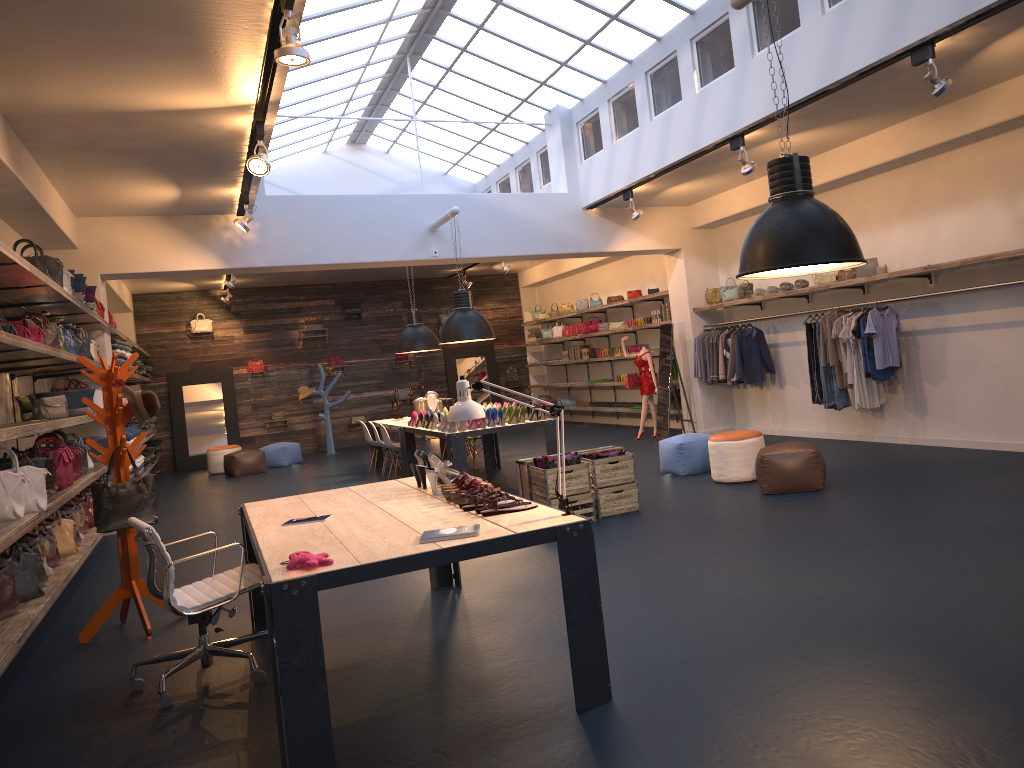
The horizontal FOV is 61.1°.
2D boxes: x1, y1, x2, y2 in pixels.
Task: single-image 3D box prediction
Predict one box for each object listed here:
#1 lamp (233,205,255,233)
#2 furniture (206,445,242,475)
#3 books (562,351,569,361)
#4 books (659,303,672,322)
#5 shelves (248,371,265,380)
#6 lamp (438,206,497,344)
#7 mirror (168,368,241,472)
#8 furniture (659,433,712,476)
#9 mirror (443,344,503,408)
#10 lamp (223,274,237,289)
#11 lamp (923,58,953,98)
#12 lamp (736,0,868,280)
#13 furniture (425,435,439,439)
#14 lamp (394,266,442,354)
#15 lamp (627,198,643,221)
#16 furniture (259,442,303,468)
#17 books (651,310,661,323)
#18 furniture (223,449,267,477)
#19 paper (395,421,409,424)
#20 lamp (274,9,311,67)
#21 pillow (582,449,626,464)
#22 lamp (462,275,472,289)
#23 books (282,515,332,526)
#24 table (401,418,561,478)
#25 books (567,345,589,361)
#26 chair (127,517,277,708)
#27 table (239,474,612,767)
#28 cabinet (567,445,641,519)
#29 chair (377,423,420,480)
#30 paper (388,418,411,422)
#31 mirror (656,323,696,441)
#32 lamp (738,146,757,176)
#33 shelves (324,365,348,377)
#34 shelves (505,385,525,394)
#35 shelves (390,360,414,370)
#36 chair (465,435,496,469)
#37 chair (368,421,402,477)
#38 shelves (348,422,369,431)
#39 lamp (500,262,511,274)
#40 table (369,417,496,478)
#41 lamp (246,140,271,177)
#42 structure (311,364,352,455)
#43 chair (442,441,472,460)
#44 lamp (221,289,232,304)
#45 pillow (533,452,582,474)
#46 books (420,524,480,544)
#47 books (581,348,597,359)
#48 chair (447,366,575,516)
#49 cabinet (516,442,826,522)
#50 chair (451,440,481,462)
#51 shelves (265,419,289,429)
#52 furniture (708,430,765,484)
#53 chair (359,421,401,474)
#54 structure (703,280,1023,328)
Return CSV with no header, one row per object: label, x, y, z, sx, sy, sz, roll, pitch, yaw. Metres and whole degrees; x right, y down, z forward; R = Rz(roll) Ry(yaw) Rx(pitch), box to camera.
lamp,-2.865,-1.754,9.283,0.166,0.328,0.260,-6,-1,37
furniture,-5.167,1.355,15.622,0.616,0.481,0.544,-6,0,-20
books,1.215,-0.602,18.462,0.192,0.210,0.297,-6,0,-21
books,2.654,-1.180,14.093,0.255,0.288,0.596,-6,1,-22
shelves,-5.179,-0.167,17.655,0.325,0.157,0.229,-6,1,-24
lamp,-0.628,-1.333,10.495,0.756,1.648,0.643,-5,-1,-31
mirror,-6.061,0.689,17.172,1.237,1.920,0.249,-6,-1,-26
furniture,1.998,0.767,9.749,0.694,0.423,0.603,-6,1,-24
mirror,-0.854,0.084,19.713,1.237,1.920,0.249,-6,-1,-26
lamp,-4.588,-1.685,14.146,0.228,0.328,0.190,-6,-1,20
lamp,3.255,-2.336,6.668,0.228,0.328,0.190,-6,-1,20
lamp,1.444,-1.416,4.629,0.643,1.648,0.756,-7,-1,36
furniture,-1.590,0.911,18.608,0.616,0.481,0.544,-6,0,-20
lamp,-1.479,-1.299,12.896,0.676,1.648,0.723,-6,-1,14
lamp,1.595,-2.269,11.351,0.239,0.328,0.182,-6,-1,4
furniture,-4.231,1.281,15.858,0.622,0.423,0.675,-6,1,17
books,2.480,-1.131,14.497,0.192,0.210,0.297,-6,0,-21
furniture,-4.592,1.340,14.931,0.705,0.423,0.593,-6,1,-39
paper,-1.363,0.520,12.409,0.317,0.014,0.757,-5,1,21
lamp,-1.171,-1.800,4.602,0.193,0.376,0.164,-5,-1,-34
pillow,0.813,0.748,7.808,0.330,0.319,0.428,-6,0,-22
lamp,-0.959,-2.167,18.588,0.228,0.328,0.190,-6,-1,20
books,-1.007,0.666,4.277,0.207,0.018,0.136,-6,1,-3
table,-0.433,0.844,10.563,1.318,0.741,2.372,-6,1,-21
books,1.389,-0.651,18.058,0.255,0.288,0.596,-6,1,-22
chair,-1.526,1.053,4.380,0.728,0.837,0.635,-6,0,-43
table,-0.611,1.005,4.372,1.318,0.741,2.372,-6,1,-21
cabinet,0.837,0.872,7.807,0.503,0.549,0.519,-6,0,-23
chair,-1.543,0.898,11.965,0.582,0.802,0.434,-6,-1,-24
paper,-1.678,0.539,13.031,0.348,0.014,0.691,-6,1,-11
mirror,2.415,-0.039,13.271,0.558,1.767,0.470,-5,-1,-23
lamp,2.435,-2.303,8.988,0.170,0.328,0.254,-6,-1,24
shelves,-3.711,-0.273,18.365,0.483,0.211,0.228,-6,0,-25
shelves,0.060,0.138,20.143,0.483,0.157,0.228,-6,1,-25
shelves,-2.399,-0.413,19.028,0.529,0.185,0.188,-6,0,-25
chair,-0.451,0.772,12.475,0.587,0.802,0.430,-6,-1,-30
chair,-1.750,0.907,12.556,0.572,0.802,0.442,-6,-1,-16
shelves,-3.238,0.911,18.498,0.483,0.157,0.228,-6,1,-25
lamp,-0.127,-2.201,16.233,0.228,0.328,0.190,-6,-1,20
table,-1.231,0.876,12.818,1.318,0.741,2.372,-6,1,-21
lamp,-1.988,-1.798,6.913,0.167,0.315,0.269,-6,-1,32
structure,-3.662,0.490,17.360,0.965,1.809,0.172,-6,-1,0
chair,-0.871,0.789,13.660,0.579,0.802,0.436,-6,-1,-22
lamp,-5.414,-1.652,16.484,0.228,0.328,0.190,-6,-1,20
pillow,0.387,0.765,7.500,0.381,0.349,0.407,-6,0,-22
books,-0.248,0.605,3.510,0.233,0.017,0.174,-6,1,-6
books,1.558,-0.618,17.626,0.194,0.213,0.308,-6,0,-22
chair,-0.002,0.279,3.814,0.536,0.746,0.171,-6,-1,12
cabinet,1.482,0.804,7.801,2.903,0.549,0.717,-6,0,-12
chair,-0.724,0.788,13.044,0.582,0.802,0.434,-6,-1,-24
shelves,-4.804,0.817,17.759,0.483,0.143,0.228,-6,1,-25
furniture,2.295,0.728,8.824,0.616,0.481,0.544,-6,0,-20
chair,-2.001,0.920,13.134,0.582,0.802,0.434,-6,-1,-24
structure,4.276,-0.928,9.368,0.041,0.039,8.144,-6,1,-19
